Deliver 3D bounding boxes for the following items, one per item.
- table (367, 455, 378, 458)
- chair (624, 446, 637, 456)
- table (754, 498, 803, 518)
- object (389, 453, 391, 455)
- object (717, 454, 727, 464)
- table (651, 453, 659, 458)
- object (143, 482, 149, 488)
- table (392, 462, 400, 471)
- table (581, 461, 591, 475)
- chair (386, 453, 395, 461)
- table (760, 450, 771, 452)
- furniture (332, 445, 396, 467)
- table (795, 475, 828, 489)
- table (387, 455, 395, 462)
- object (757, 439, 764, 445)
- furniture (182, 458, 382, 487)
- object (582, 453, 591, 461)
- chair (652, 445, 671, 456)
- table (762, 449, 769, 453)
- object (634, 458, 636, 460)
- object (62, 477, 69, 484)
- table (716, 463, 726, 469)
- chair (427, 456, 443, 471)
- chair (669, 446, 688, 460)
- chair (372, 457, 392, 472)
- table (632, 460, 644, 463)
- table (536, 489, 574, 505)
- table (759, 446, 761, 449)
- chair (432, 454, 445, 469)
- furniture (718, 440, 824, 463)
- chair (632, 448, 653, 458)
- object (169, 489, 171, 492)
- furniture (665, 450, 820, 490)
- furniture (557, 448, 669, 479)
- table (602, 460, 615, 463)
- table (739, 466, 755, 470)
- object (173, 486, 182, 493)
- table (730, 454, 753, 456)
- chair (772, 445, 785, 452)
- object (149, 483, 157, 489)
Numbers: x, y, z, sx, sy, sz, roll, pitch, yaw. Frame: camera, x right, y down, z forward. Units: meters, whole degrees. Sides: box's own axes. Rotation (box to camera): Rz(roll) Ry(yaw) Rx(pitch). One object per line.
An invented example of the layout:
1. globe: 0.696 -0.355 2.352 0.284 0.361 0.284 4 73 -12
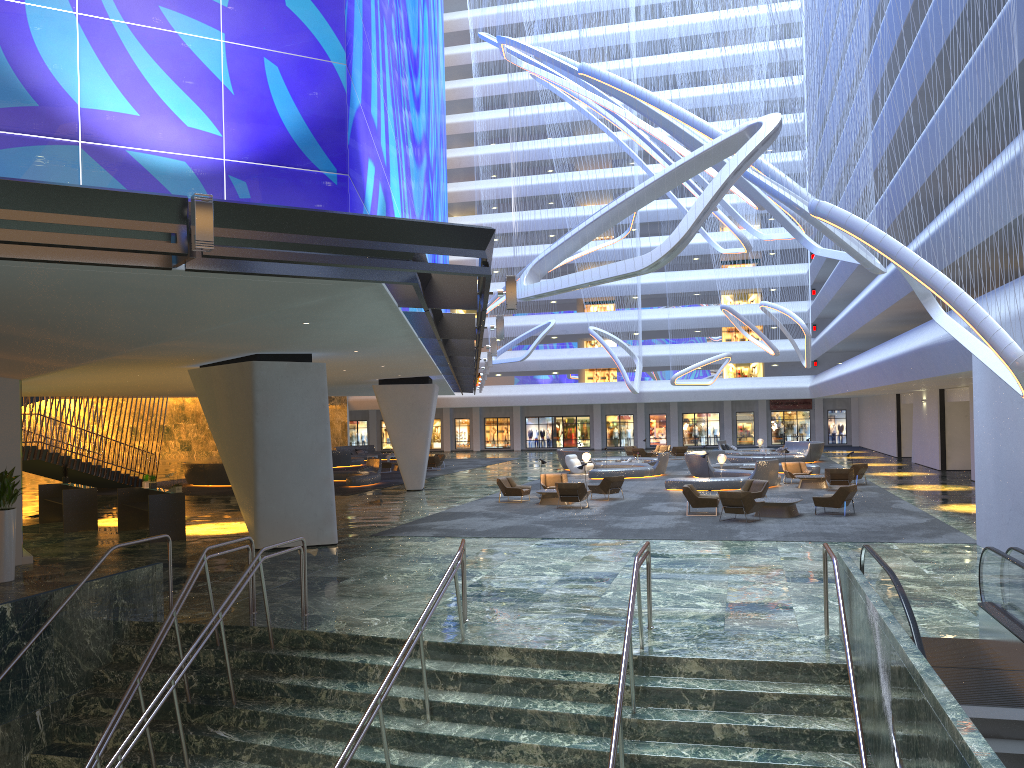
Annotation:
1. table: -8.859 4.743 56.353 0.671 0.406 0.674 0 -2 -31
2. chair: 7.176 4.058 52.439 0.929 0.766 0.939 -1 -2 -32
3. table: 6.796 3.177 22.761 1.203 0.392 1.203 -3 -2 33
4. object: -7.690 4.434 55.765 0.151 0.118 0.071 0 -1 -40
5. object: 8.432 2.997 35.583 0.367 0.387 0.318 -2 -1 22
6. table: 7.774 4.173 51.013 1.203 0.392 1.204 0 -2 -40
7. object: -9.301 2.574 22.567 0.150 0.145 0.150 0 -2 -42
8. table: -5.660 4.309 46.289 1.203 0.392 1.204 -1 -2 -21
9. table: 3.297 3.744 39.431 0.418 0.595 0.428 -1 -1 -11
10. chair: -7.754 4.674 56.422 0.587 0.501 0.491 -2 -1 31
11. table: 14.615 4.021 51.138 0.671 0.406 0.673 -2 -2 11
12. furniture: -9.997 4.387 54.447 5.188 0.969 9.927 -3 -2 31
13. table: 10.396 3.378 30.615 1.203 0.392 1.203 -2 -2 14
14. table: -7.534 4.686 55.616 0.673 0.406 0.671 -1 -2 2
15. object: 15.081 3.511 53.791 0.367 0.387 0.318 -1 -1 -3
16. furniture: -10.062 3.815 38.527 9.931 0.969 5.186 -3 -2 32
17. object: 3.321 3.254 39.468 0.367 0.387 0.318 -1 -1 -3
18. chair: 8.890 4.023 52.547 0.930 0.766 0.938 -2 -2 33
19. table: 13.702 3.811 47.870 0.418 0.595 0.428 -1 -1 11
20. object: 6.062 3.684 43.641 0.071 0.118 0.151 -2 -1 25
21. object: -12.628 2.720 25.066 0.158 0.181 0.158 -1 -1 -30
22. table: 8.396 3.488 35.564 0.418 0.595 0.428 -1 -1 14
23. chair: -4.089 4.060 45.388 0.929 0.766 0.939 -2 -1 13
24. chair: 9.558 3.941 50.700 0.929 0.766 0.939 -1 -1 -7
25. chair: -6.614 4.109 45.147 0.938 0.766 0.930 -1 -1 -14
26. table: 6.267 3.938 43.569 0.673 0.406 0.671 -1 -2 -23
27. table: 1.368 3.459 27.159 1.203 0.392 1.203 -2 -2 15
28. table: 14.707 3.956 52.534 0.418 0.595 0.428 -1 -1 -31
29. chair: -4.091 4.131 47.352 0.938 0.766 0.930 0 -2 -37
30. furniture: 14.069 3.630 48.651 5.186 0.969 9.931 -2 -2 11
31. chair: 7.265 3.954 49.616 0.938 0.766 0.930 0 -2 -34
32. object: -8.133 2.532 21.138 0.073 0.070 0.072 0 -1 -41
33. furniture: 8.529 3.250 34.557 5.188 0.969 9.927 -3 -2 31
34. furniture: 4.548 3.588 41.465 5.186 0.969 9.931 -2 -2 7
35. table: 4.755 3.976 43.677 0.674 0.406 0.671 -2 -2 34
36. table: 9.897 3.592 36.249 1.203 0.392 1.203 -2 -2 15
37. object: -7.845 2.475 20.798 0.149 0.149 0.149 0 -1 -41
38. table: 12.226 3.935 47.236 1.203 0.392 1.203 -2 -2 15
39. chair: 15.175 3.771 49.524 0.929 0.766 0.939 0 -2 -42
40. object: -9.021 2.557 22.271 0.150 0.145 0.150 0 -2 -42
